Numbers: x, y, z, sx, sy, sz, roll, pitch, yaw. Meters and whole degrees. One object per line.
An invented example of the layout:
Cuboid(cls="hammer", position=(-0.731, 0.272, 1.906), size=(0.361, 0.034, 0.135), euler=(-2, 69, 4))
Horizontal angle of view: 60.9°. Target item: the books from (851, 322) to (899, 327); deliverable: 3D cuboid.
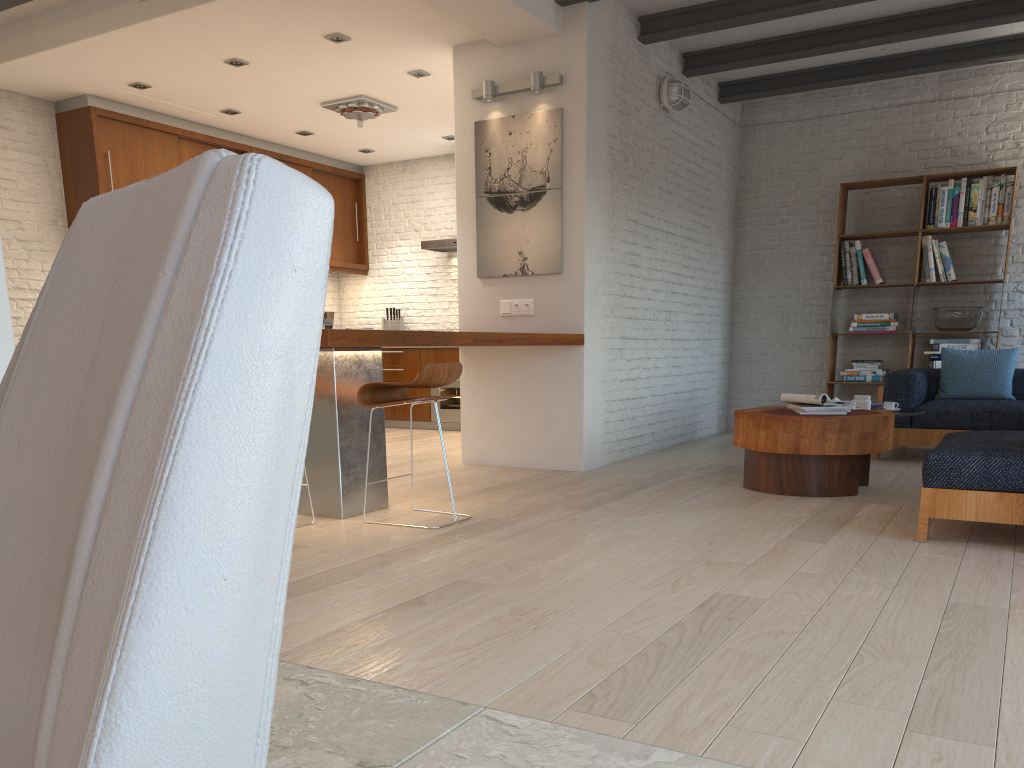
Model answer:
Cuboid(cls="books", position=(3.206, -0.523, 7.702), size=(0.378, 0.037, 0.239), euler=(1, 3, 24))

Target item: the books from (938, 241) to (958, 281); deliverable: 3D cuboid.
Cuboid(cls="books", position=(3.671, -1.022, 7.339), size=(0.157, 0.338, 0.249), euler=(6, 11, 30))

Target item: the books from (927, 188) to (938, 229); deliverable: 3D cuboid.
Cuboid(cls="books", position=(3.546, -1.456, 7.331), size=(0.055, 0.339, 0.249), euler=(7, 11, 30))

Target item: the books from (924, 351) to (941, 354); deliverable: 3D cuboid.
Cuboid(cls="books", position=(3.773, -0.268, 7.439), size=(0.442, 0.021, 0.267), euler=(1, 3, 30))

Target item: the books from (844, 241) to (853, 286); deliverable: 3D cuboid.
Cuboid(cls="books", position=(2.999, -1.060, 7.731), size=(0.090, 0.395, 0.238), euler=(6, 12, 30))

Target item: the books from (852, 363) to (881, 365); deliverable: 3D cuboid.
Cuboid(cls="books", position=(3.188, -0.180, 7.834), size=(0.236, 0.019, 0.167), euler=(0, 3, 23))

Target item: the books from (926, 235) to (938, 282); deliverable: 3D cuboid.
Cuboid(cls="books", position=(3.562, -1.049, 7.390), size=(0.102, 0.394, 0.238), euler=(6, 12, 30))

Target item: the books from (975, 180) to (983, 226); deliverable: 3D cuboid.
Cuboid(cls="books", position=(3.835, -1.466, 7.152), size=(0.020, 0.369, 0.266), euler=(7, 11, 30))

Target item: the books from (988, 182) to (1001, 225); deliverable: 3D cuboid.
Cuboid(cls="books", position=(3.929, -1.450, 7.095), size=(0.055, 0.339, 0.249), euler=(7, 11, 30))

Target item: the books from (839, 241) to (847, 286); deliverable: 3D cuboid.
Cuboid(cls="books", position=(2.963, -1.060, 7.743), size=(0.090, 0.395, 0.238), euler=(6, 12, 30))

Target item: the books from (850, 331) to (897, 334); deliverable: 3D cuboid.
Cuboid(cls="books", position=(3.212, -0.458, 7.728), size=(0.354, 0.021, 0.267), euler=(1, 3, 30))

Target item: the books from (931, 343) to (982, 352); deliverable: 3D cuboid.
Cuboid(cls="books", position=(3.789, -0.312, 7.441), size=(0.378, 0.066, 0.239), euler=(1, 3, 24))

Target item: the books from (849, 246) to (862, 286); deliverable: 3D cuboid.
Cuboid(cls="books", position=(3.054, -1.035, 7.727), size=(0.101, 0.343, 0.249), euler=(6, 11, 30))

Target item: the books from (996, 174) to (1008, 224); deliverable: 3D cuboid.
Cuboid(cls="books", position=(3.973, -1.478, 7.070), size=(0.036, 0.394, 0.238), euler=(7, 12, 30))

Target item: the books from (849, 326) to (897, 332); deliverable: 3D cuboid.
Cuboid(cls="books", position=(3.200, -0.486, 7.721), size=(0.378, 0.037, 0.239), euler=(1, 3, 25))

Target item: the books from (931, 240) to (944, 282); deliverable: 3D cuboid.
Cuboid(cls="books", position=(3.613, -1.032, 7.376), size=(0.123, 0.359, 0.266), euler=(6, 11, 30))

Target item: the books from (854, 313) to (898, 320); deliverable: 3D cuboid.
Cuboid(cls="books", position=(3.220, -0.591, 7.699), size=(0.324, 0.057, 0.250), euler=(1, 3, 32))

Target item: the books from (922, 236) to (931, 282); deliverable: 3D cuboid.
Cuboid(cls="books", position=(3.541, -1.051, 7.428), size=(0.100, 0.395, 0.238), euler=(6, 12, 30))

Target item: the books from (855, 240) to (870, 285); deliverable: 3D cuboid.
Cuboid(cls="books", position=(3.086, -1.057, 7.668), size=(0.120, 0.392, 0.238), euler=(6, 12, 30))

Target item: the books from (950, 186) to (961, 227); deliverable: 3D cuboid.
Cuboid(cls="books", position=(3.694, -1.454, 7.247), size=(0.055, 0.339, 0.249), euler=(7, 11, 30))

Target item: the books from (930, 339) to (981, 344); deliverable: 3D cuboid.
Cuboid(cls="books", position=(3.782, -0.363, 7.428), size=(0.377, 0.037, 0.239), euler=(1, 3, 30))

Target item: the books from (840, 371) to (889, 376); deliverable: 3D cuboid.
Cuboid(cls="books", position=(3.171, -0.099, 7.838), size=(0.377, 0.037, 0.239), euler=(1, 3, 30))

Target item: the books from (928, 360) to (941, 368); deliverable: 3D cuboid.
Cuboid(cls="books", position=(3.782, -0.168, 7.455), size=(0.379, 0.066, 0.239), euler=(0, 3, 17))

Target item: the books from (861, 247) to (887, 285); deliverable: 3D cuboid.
Cuboid(cls="books", position=(3.177, -1.025, 7.649), size=(0.193, 0.328, 0.249), euler=(5, 10, 30))

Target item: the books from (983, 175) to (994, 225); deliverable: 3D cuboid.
Cuboid(cls="books", position=(3.892, -1.479, 7.116), size=(0.036, 0.394, 0.238), euler=(7, 12, 30))

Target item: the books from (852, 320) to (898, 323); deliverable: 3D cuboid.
Cuboid(cls="books", position=(3.214, -0.553, 7.714), size=(0.354, 0.021, 0.267), euler=(1, 3, 29))

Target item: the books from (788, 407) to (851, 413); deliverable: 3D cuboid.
Cuboid(cls="books", position=(1.785, 0.148, 5.077), size=(0.252, 0.011, 0.311), euler=(-1, 2, 0))

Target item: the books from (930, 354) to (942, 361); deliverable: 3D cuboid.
Cuboid(cls="books", position=(3.753, -0.229, 7.445), size=(0.325, 0.057, 0.249), euler=(1, 3, 25))

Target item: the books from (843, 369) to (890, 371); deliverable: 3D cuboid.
Cuboid(cls="books", position=(3.179, -0.126, 7.816), size=(0.378, 0.019, 0.239), euler=(0, 3, 23))

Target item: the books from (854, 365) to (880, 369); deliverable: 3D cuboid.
Cuboid(cls="books", position=(3.190, -0.153, 7.831), size=(0.205, 0.035, 0.130), euler=(1, 3, 30))

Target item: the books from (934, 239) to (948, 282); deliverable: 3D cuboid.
Cuboid(cls="books", position=(3.637, -1.032, 7.373), size=(0.123, 0.359, 0.266), euler=(6, 11, 30))

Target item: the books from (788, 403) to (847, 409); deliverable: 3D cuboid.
Cuboid(cls="books", position=(1.766, 0.127, 5.053), size=(0.252, 0.011, 0.311), euler=(0, 2, 5))

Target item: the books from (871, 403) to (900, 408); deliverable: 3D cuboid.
Cuboid(cls="books", position=(2.512, 0.147, 5.993), size=(0.231, 0.023, 0.159), euler=(-1, 3, -12))

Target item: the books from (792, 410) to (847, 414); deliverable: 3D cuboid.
Cuboid(cls="books", position=(1.780, 0.159, 5.065), size=(0.252, 0.011, 0.311), euler=(0, 2, 10))

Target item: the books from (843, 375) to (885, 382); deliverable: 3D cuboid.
Cuboid(cls="books", position=(3.185, -0.051, 7.831), size=(0.323, 0.057, 0.251), euler=(2, 4, 40))

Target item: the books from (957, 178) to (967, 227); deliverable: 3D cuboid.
Cuboid(cls="books", position=(3.724, -1.481, 7.201), size=(0.036, 0.394, 0.238), euler=(7, 12, 30))

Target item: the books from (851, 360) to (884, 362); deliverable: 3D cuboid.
Cuboid(cls="books", position=(3.185, -0.206, 7.806), size=(0.251, 0.017, 0.159), euler=(1, 3, 30))

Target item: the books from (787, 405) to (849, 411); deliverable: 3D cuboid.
Cuboid(cls="books", position=(1.771, 0.138, 5.062), size=(0.252, 0.011, 0.311), euler=(-1, 2, 0))

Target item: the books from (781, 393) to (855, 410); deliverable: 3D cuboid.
Cuboid(cls="books", position=(1.795, 0.111, 5.123), size=(0.271, 0.112, 0.316), euler=(-3, 4, -27))
